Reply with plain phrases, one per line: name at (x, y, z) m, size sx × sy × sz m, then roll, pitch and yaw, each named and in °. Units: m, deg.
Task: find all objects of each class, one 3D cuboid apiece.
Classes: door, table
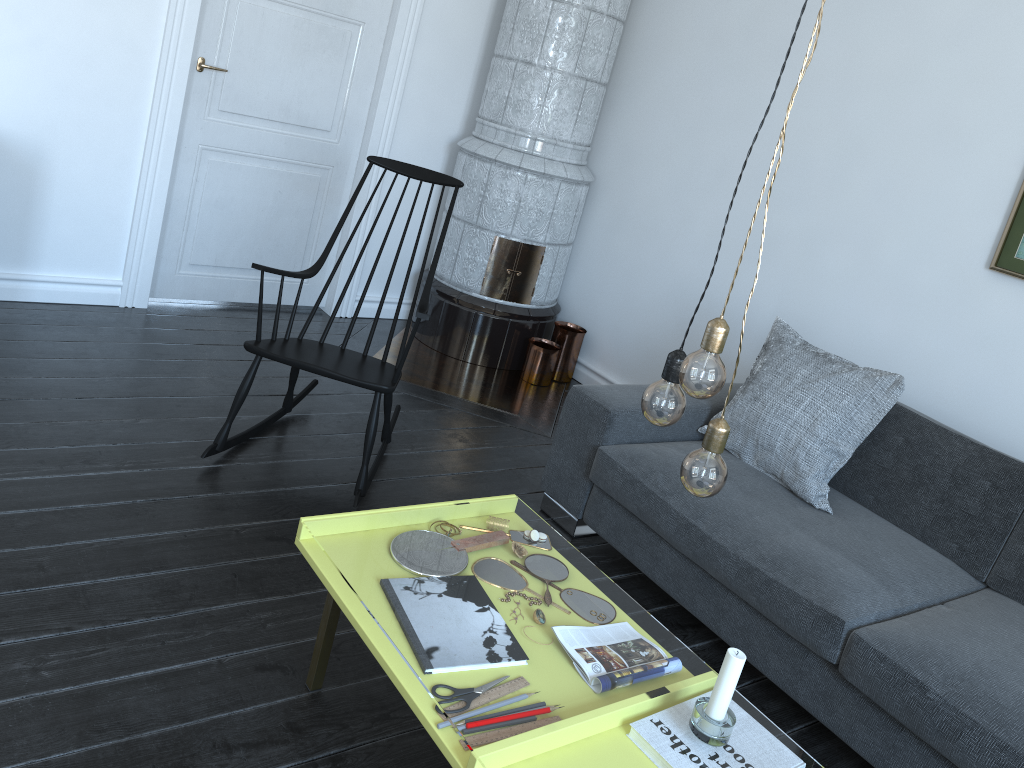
door at (-1.027, -1.507, 4.096) m, size 1.164 × 2.413 × 0.119 m, roll 4°, pitch 17°, yaw -40°
table at (0.124, 0.762, 1.617) m, size 0.598 × 0.389 × 1.446 m, roll 2°, pitch 22°, yaw -38°

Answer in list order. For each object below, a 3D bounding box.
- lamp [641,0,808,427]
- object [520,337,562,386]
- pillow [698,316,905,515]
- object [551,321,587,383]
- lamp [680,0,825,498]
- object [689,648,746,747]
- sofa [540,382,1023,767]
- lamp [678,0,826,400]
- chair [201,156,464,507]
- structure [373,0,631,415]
lamp at (0.432, -0.617, 1.312) m, size 0.075 × 1.460 × 0.088 m, roll 18°, pitch 13°, yaw 10°
object at (0.142, -0.110, 4.455) m, size 0.179 × 0.194 × 0.172 m, roll 28°, pitch 19°, yaw 38°
pillow at (1.414, 0.402, 2.440) m, size 0.476 × 0.479 × 2.125 m, roll 4°, pitch 21°, yaw -34°
object at (0.268, -0.166, 4.589) m, size 0.175 × 0.274 × 0.178 m, roll 3°, pitch 19°, yaw -39°
lamp at (0.481, -0.509, 1.260) m, size 0.088 × 1.460 × 0.077 m, roll 12°, pitch 13°, yaw -16°
object at (0.373, 0.546, 1.558) m, size 0.074 × 0.169 × 0.077 m, roll 14°, pitch 14°, yaw -6°
sofa at (1.233, 0.592, 2.474) m, size 1.081 × 0.705 × 2.449 m, roll 2°, pitch 22°, yaw -38°
lamp at (0.481, -0.665, 1.239) m, size 0.075 × 1.460 × 0.076 m, roll 17°, pitch 13°, yaw 6°
chair at (-0.550, -0.252, 3.097) m, size 0.614 × 0.979 × 0.929 m, roll 16°, pitch 15°, yaw 4°
structure at (0.143, -1.477, 4.282) m, size 0.780 × 2.818 × 1.300 m, roll 16°, pitch 14°, yaw 4°
